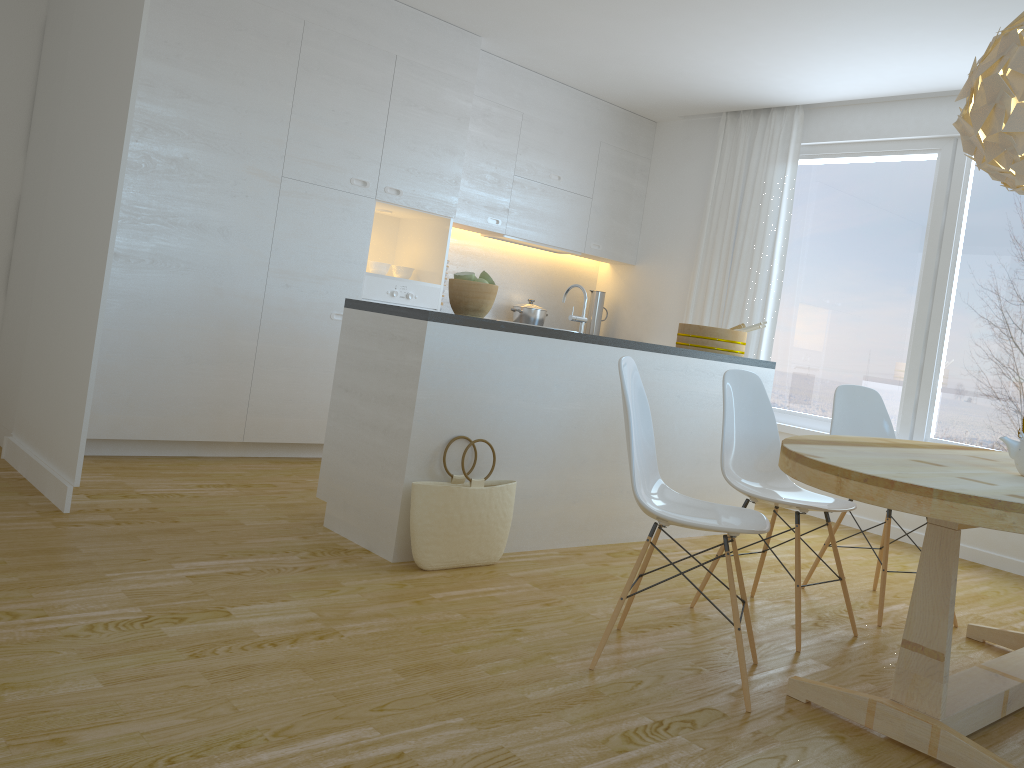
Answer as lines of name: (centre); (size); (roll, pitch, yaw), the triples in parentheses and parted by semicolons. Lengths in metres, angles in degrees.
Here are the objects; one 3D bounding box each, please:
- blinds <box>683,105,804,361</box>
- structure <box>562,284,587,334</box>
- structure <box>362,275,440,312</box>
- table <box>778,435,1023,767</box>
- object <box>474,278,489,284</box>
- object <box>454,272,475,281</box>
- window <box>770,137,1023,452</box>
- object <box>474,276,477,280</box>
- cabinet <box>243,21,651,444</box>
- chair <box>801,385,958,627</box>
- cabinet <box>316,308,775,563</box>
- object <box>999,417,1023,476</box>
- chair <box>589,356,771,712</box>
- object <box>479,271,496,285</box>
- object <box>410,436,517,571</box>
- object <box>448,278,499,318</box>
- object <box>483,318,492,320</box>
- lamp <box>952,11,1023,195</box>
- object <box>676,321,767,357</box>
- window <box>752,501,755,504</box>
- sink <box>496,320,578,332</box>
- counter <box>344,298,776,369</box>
blinds: (1.581, -0.942, 6.279); (0.149, 2.158, 0.799); (8, 1, -43)
structure: (0.257, -0.344, 3.957); (0.096, 0.215, 0.163); (8, 2, -42)
structure: (-0.697, -0.327, 5.393); (0.558, 0.595, 0.049); (7, 1, -42)
table: (1.570, 0.634, 2.760); (2.182, 0.724, 1.200); (5, 4, -44)
object: (-0.129, -0.389, 3.614); (0.081, 0.085, 0.097); (9, 2, 13)
object: (-0.196, -0.427, 3.586); (0.083, 0.065, 0.086); (7, 3, -30)
window: (2.588, -0.548, 5.406); (0.088, 1.916, 2.742); (8, 2, -42)
object: (-0.180, -0.416, 3.674); (0.101, 0.098, 0.087); (8, 2, -21)
cabinet: (-0.263, -0.758, 6.026); (3.189, 2.299, 0.483); (6, 2, -42)
chair: (1.577, 0.481, 3.726); (0.428, 0.901, 0.525); (8, 1, -22)
cabinet: (0.306, 0.248, 4.318); (2.391, 0.909, 0.604); (5, 3, -42)
object: (1.537, 0.168, 2.575); (0.146, 0.211, 0.178); (7, 2, -43)
chair: (0.531, 0.399, 2.669); (0.524, 0.901, 0.429); (9, 1, 18)
object: (-0.102, -0.433, 3.675); (0.074, 0.071, 0.078); (8, 2, -17)
object: (0.243, 0.528, 3.184); (1.194, 0.501, 0.470); (10, 2, 26)
object: (-0.167, -0.347, 3.632); (0.205, 0.142, 0.205); (9, 3, 9)
object: (0.094, -0.430, 6.478); (0.651, 0.013, 0.565); (5, 5, -42)
lamp: (1.800, -1.129, 2.800); (0.636, 1.134, 0.650); (7, 2, -43)
object: (1.140, -0.278, 4.938); (0.429, 0.214, 0.380); (8, 3, -14)
window: (1.635, -0.407, 2.090); (1.872, 2.052, 2.563); (7, 3, -42)
sink: (0.113, -0.194, 4.131); (0.404, 0.157, 0.405); (8, 3, 0)
counter: (0.376, -0.222, 4.315); (2.391, 0.040, 0.604); (5, 5, -42)
